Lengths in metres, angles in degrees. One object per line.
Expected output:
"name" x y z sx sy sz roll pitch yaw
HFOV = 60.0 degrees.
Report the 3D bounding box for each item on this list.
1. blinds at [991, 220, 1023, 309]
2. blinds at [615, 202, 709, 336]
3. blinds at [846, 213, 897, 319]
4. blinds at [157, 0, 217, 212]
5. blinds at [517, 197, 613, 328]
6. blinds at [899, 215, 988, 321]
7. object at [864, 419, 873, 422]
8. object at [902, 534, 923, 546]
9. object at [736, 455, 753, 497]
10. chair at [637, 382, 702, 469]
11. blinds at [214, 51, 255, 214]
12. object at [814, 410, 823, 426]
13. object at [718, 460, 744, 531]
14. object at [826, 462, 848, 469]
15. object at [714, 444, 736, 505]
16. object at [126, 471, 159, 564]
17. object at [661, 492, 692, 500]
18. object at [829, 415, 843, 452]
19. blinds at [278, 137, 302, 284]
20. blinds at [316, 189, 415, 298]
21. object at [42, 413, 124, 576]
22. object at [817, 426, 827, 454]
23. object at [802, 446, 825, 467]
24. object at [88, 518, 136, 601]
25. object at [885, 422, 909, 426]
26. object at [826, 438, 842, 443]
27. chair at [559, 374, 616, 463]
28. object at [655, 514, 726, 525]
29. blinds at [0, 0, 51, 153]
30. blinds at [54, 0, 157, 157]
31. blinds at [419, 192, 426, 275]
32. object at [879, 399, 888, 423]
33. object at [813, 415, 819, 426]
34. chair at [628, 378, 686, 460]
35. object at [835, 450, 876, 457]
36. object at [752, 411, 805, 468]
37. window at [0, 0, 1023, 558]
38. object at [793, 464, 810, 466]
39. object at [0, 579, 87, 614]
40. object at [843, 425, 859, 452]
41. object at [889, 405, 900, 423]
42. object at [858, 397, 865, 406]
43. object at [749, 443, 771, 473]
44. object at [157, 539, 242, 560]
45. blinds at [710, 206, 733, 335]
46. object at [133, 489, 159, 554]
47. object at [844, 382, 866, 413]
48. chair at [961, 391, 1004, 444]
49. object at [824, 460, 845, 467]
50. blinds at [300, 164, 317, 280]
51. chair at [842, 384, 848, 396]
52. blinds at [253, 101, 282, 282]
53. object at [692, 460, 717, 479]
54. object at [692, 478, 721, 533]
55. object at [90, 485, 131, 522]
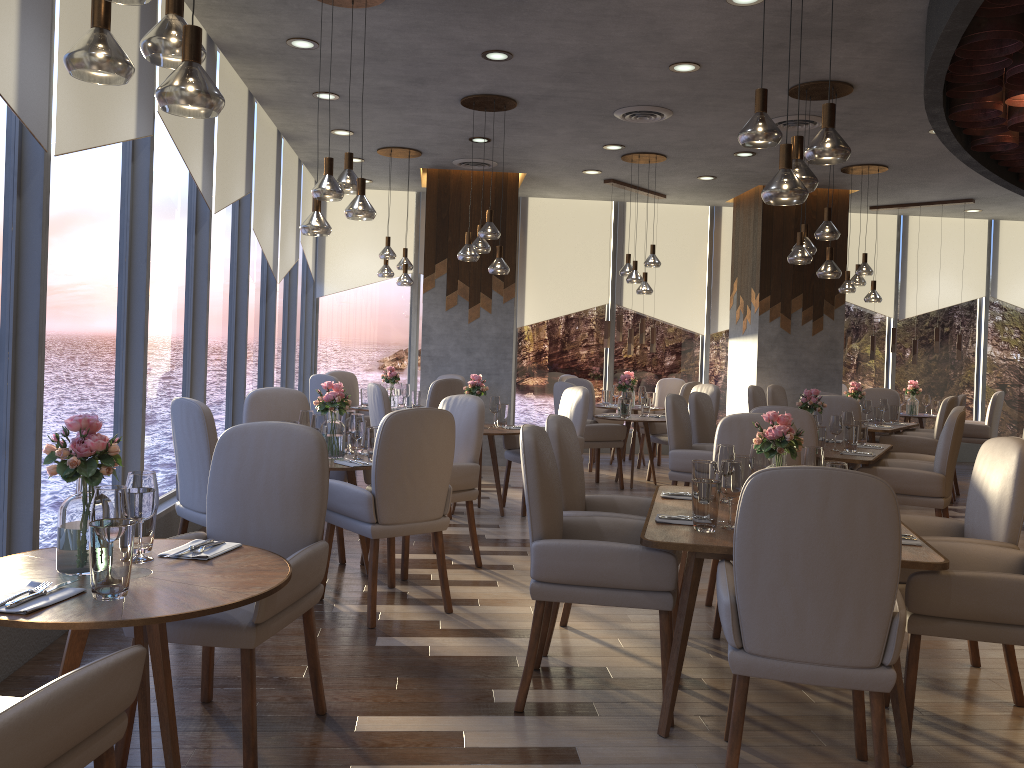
"blinds" 6.928 -2.109 11.728 1.173 2.680 0.007 2 0 -5
"blinds" 1.932 -1.973 11.310 1.173 2.680 0.007 2 0 -5
"blinds" 4.443 -2.208 11.518 1.173 2.680 0.007 2 0 -5
"blinds" -1.918 -2.463 5.337 0.007 2.680 1.174 2 1 -5
"blinds" 0.691 -2.019 11.205 1.173 2.680 0.007 2 0 -5
"blinds" 5.685 -2.147 11.623 1.173 2.680 0.007 2 0 -5
"object" 3.745 0.375 9.182 0.157 0.019 0.255 4 3 35
"object" 1.283 0.529 3.089 0.255 0.019 0.157 2 2 12
"object" 1.014 0.408 3.919 0.102 0.178 0.102 2 1 15
"chair" 1.775 0.459 9.843 0.600 1.000 0.528 3 1 42
"blinds" -2.024 -2.516 6.596 0.007 2.680 1.174 2 1 -5
"object" 2.270 0.313 6.621 0.092 0.244 0.092 1 1 -39
"object" 0.781 0.397 3.167 0.092 0.244 0.092 2 1 -14
"object" 1.172 0.408 3.209 0.092 0.244 0.092 2 1 -36
"object" 0.895 0.379 3.729 0.092 0.244 0.092 2 1 31
"object" -1.027 0.366 2.451 0.092 0.244 0.092 2 1 -14
"object" 0.775 0.482 3.848 0.255 0.019 0.157 2 2 11
"object" 2.193 0.334 6.003 0.092 0.244 0.092 2 1 -13
"blinds" -2.243 -2.324 9.086 0.007 2.680 1.174 2 1 -5
"blinds" -1.789 -2.379 10.993 1.173 2.680 0.007 2 0 -5
"object" -1.127 0.282 2.329 0.198 0.415 0.210 2 1 18
"object" 2.015 0.368 5.829 0.102 0.178 0.102 3 1 37
"object" 1.281 0.390 3.773 0.092 0.244 0.092 2 1 15
"object" -0.948 0.416 2.097 0.102 0.178 0.102 2 1 -23
"object" 3.807 0.392 8.824 0.255 0.019 0.157 4 3 39
"object" 2.410 0.427 6.705 0.157 0.019 0.255 3 2 26
"chair" 0.874 0.398 10.629 0.600 1.000 0.528 3 1 38
"object" 0.661 0.500 3.286 0.255 0.019 0.157 2 2 11
"blinds" -1.714 -2.214 2.853 0.007 2.680 1.174 2 1 -5
"blinds" -1.819 -2.266 4.096 0.007 2.680 1.174 2 1 -5
"blinds" -0.544 -2.341 11.098 1.173 2.680 0.007 2 0 -5
"object" 3.763 0.271 8.982 0.092 0.244 0.092 2 1 -9
"object" 2.004 0.330 5.938 0.092 0.244 0.092 2 1 11
"chair" 1.779 0.426 10.711 0.528 1.000 0.599 3 1 42
"object" 2.262 0.455 5.855 0.255 0.019 0.157 3 3 29
"object" 1.039 0.311 3.472 0.210 0.415 0.198 2 1 8
"window" 0.538 -0.876 8.427 8.066 3.198 16.118 4 3 40
"object" 1.011 0.407 3.091 0.092 0.244 0.092 2 1 16
"object" -1.116 0.490 2.077 0.157 0.019 0.255 2 2 10
"object" 2.300 0.370 6.018 0.102 0.178 0.102 1 1 -44
"object" 3.871 0.308 8.979 0.102 0.178 0.102 2 1 -25
"object" 3.593 0.260 9.123 0.092 0.244 0.092 2 1 15
"object" 1.067 0.381 3.823 0.092 0.244 0.092 2 1 11
"object" -0.911 0.478 2.567 0.157 0.019 0.255 2 2 12
"blinds" 3.175 -1.953 11.414 1.173 2.680 0.007 2 0 -5
"object" -1.074 0.394 2.550 0.102 0.178 0.102 2 1 8
"object" 3.421 0.183 8.831 0.198 0.415 0.210 2 1 -27
"chair" 5.319 0.565 10.230 0.600 1.000 0.528 3 1 38
"object" 1.379 0.424 3.818 0.102 0.178 0.102 1 1 -31
"blinds" -2.341 -2.567 10.328 0.007 2.680 1.174 2 1 -5
"chair" 4.323 0.499 11.042 0.600 1.000 0.528 3 1 38
"blinds" -2.138 -2.271 7.842 0.007 2.680 1.174 2 1 -5
"object" 0.796 0.410 3.682 0.102 0.178 0.102 2 1 17
"object" 0.681 0.428 3.120 0.102 0.178 0.102 2 1 17
"object" -0.996 0.377 2.195 0.092 0.244 0.092 2 1 30
